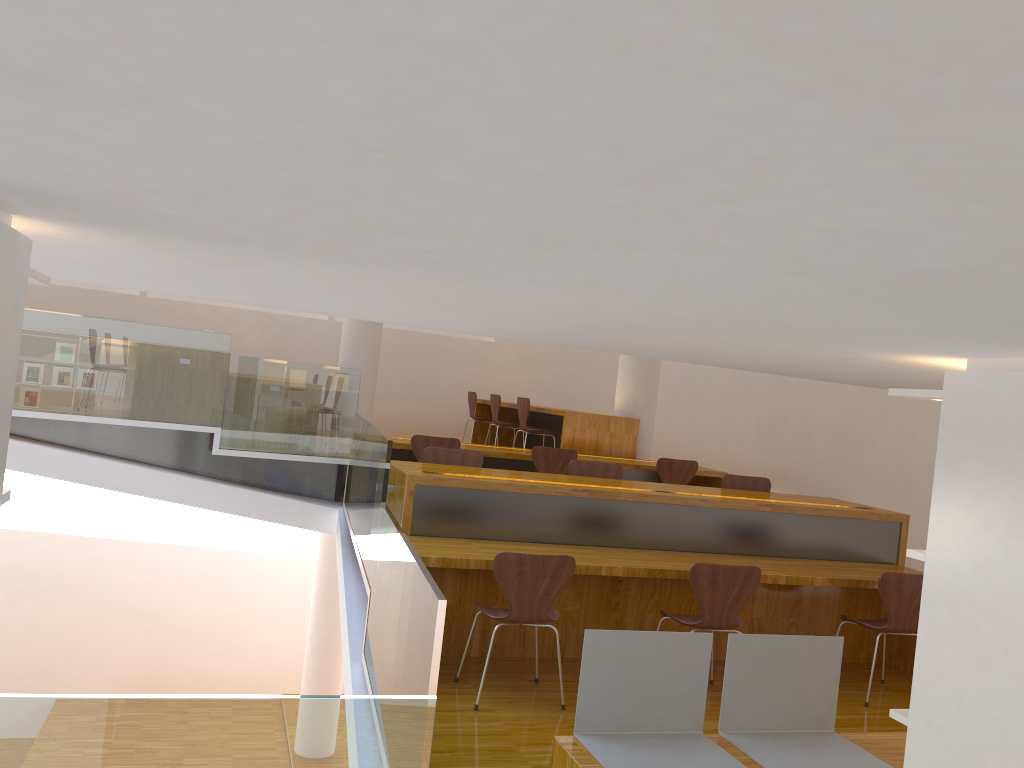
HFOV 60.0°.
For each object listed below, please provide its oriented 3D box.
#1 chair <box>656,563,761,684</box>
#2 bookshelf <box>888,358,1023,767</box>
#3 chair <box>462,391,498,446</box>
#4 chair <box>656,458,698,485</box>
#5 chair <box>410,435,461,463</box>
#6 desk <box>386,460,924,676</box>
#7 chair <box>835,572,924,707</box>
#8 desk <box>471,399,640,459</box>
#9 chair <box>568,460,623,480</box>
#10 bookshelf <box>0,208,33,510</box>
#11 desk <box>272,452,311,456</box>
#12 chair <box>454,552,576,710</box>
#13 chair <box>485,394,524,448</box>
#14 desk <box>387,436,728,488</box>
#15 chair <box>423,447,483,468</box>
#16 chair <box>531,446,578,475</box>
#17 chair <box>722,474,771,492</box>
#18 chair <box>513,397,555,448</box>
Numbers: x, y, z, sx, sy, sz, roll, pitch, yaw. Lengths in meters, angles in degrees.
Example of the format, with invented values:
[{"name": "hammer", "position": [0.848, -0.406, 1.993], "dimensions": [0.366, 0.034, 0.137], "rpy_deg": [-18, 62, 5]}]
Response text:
[{"name": "chair", "position": [0.941, 1.201, 4.394], "dimensions": [0.428, 0.693, 0.381], "rpy_deg": [7, -1, -18]}, {"name": "bookshelf", "position": [2.208, 1.025, 2.122], "dimensions": [2.984, 1.836, 0.498], "rpy_deg": [7, -1, -18]}, {"name": "chair", "position": [-0.361, 0.456, 10.803], "dimensions": [0.381, 0.693, 0.428], "rpy_deg": [7, -1, -18]}, {"name": "chair", "position": [1.306, 0.969, 7.580], "dimensions": [0.428, 0.693, 0.381], "rpy_deg": [7, -1, -18]}, {"name": "chair", "position": [-0.662, 0.740, 6.911], "dimensions": [0.428, 0.693, 0.381], "rpy_deg": [7, -1, -18]}, {"name": "desk", "position": [0.859, 1.091, 5.134], "dimensions": [3.236, 0.918, 1.285], "rpy_deg": [7, -1, -18]}, {"name": "chair", "position": [1.989, 1.323, 4.769], "dimensions": [0.428, 0.693, 0.381], "rpy_deg": [7, -1, -18]}, {"name": "desk", "position": [0.347, 0.561, 9.830], "dimensions": [0.760, 0.606, 3.185], "rpy_deg": [7, -1, -18]}, {"name": "chair", "position": [0.570, 0.860, 5.679], "dimensions": [0.428, 0.693, 0.381], "rpy_deg": [7, -1, -18]}, {"name": "bookshelf", "position": [-2.479, 0.480, 0.569], "dimensions": [3.666, 1.836, 0.397], "rpy_deg": [7, -1, -18]}, {"name": "desk", "position": [-2.828, 0.107, 8.778], "dimensions": [1.527, 0.785, 3.243], "rpy_deg": [7, -1, -18]}, {"name": "chair", "position": [0.021, 1.094, 4.101], "dimensions": [0.428, 0.693, 0.381], "rpy_deg": [7, -1, -18]}, {"name": "chair", "position": [-0.059, 0.475, 9.725], "dimensions": [0.381, 0.693, 0.428], "rpy_deg": [7, -1, -18]}, {"name": "desk", "position": [0.257, 0.902, 7.718], "dimensions": [3.185, 0.606, 0.760], "rpy_deg": [7, -1, -18]}, {"name": "chair", "position": [-0.350, 0.753, 5.385], "dimensions": [0.428, 0.693, 0.381], "rpy_deg": [7, -1, -18]}, {"name": "chair", "position": [0.258, 0.847, 7.205], "dimensions": [0.428, 0.693, 0.381], "rpy_deg": [7, -1, -18]}, {"name": "chair", "position": [1.641, 0.984, 5.981], "dimensions": [0.428, 0.693, 0.381], "rpy_deg": [7, -1, -18]}, {"name": "chair", "position": [0.234, 0.495, 8.799], "dimensions": [0.381, 0.693, 0.428], "rpy_deg": [7, -1, -18]}]
